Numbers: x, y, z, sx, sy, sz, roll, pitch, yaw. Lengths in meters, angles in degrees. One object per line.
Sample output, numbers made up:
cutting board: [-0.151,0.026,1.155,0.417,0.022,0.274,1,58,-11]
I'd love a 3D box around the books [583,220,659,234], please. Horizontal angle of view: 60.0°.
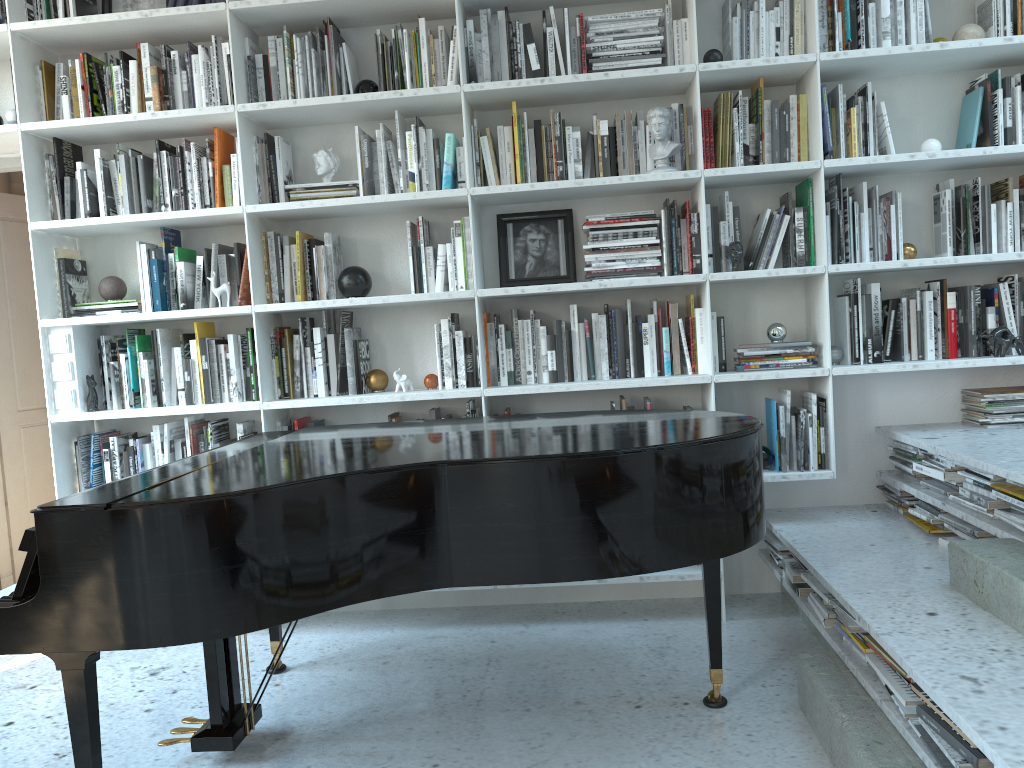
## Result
books: [0.416,-0.602,3.399,0.285,0.012,0.159,-3,3,7]

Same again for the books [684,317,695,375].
books: [0.681,-0.148,3.397,0.011,0.216,0.166,-3,4,5]

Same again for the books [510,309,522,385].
books: [0.021,-0.147,3.476,0.027,0.291,0.140,-3,4,5]

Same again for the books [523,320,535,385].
books: [0.071,-0.126,3.451,0.027,0.246,0.179,-3,4,5]

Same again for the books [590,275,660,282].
books: [0.429,-0.398,3.409,0.254,0.012,0.160,-4,3,1]

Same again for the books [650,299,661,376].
books: [0.552,-0.180,3.419,0.014,0.294,0.137,-3,4,5]

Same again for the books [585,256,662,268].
books: [0.425,-0.470,3.413,0.285,0.012,0.159,-3,3,5]

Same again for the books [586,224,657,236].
books: [0.417,-0.590,3.395,0.254,0.012,0.160,-4,3,1]

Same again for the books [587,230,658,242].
books: [0.418,-0.565,3.397,0.254,0.012,0.160,-4,3,1]

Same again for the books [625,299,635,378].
books: [0.454,-0.175,3.418,0.012,0.297,0.177,-3,4,5]

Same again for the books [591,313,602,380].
books: [0.329,-0.148,3.453,0.025,0.255,0.136,-3,4,5]

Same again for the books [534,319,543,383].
books: [0.109,-0.129,3.463,0.021,0.244,0.141,-3,4,5]

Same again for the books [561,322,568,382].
books: [0.206,-0.127,3.446,0.013,0.230,0.138,-3,4,5]

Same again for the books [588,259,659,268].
books: [0.425,-0.458,3.403,0.254,0.012,0.160,-4,3,0]

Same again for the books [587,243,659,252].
books: [0.422,-0.517,3.398,0.254,0.012,0.160,-4,3,0]

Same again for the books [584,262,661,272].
books: [0.426,-0.446,3.403,0.285,0.012,0.159,-3,3,10]

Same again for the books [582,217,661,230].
books: [0.415,-0.614,3.391,0.285,0.012,0.159,-4,3,0]

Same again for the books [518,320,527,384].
books: [0.047,-0.127,3.470,0.024,0.248,0.132,-3,4,5]

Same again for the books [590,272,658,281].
books: [0.429,-0.410,3.412,0.254,0.012,0.160,-3,3,7]

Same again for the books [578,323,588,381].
books: [0.275,-0.127,3.450,0.025,0.220,0.140,-3,4,5]

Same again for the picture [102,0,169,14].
picture: [-1.481,-1.539,3.523,0.300,0.300,0.077,-3,4,5]

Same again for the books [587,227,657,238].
books: [0.418,-0.578,3.398,0.254,0.012,0.160,-4,3,2]

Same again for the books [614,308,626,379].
books: [0.414,-0.156,3.418,0.028,0.265,0.161,-3,4,5]

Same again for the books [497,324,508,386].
books: [-0.030,-0.114,3.453,0.027,0.234,0.167,-3,4,5]

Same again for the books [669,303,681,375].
books: [0.620,-0.173,3.409,0.026,0.272,0.175,-3,4,5]

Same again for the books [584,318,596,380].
books: [0.301,-0.136,3.440,0.031,0.237,0.158,-3,4,5]

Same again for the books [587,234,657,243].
books: [0.419,-0.553,3.400,0.254,0.012,0.160,-4,3,2]

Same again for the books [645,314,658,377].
books: [0.535,-0.148,3.411,0.023,0.234,0.174,-3,4,5]

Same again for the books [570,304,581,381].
books: [0.247,-0.160,3.441,0.026,0.292,0.151,-3,4,5]

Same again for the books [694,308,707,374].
books: [0.713,-0.165,3.388,0.033,0.246,0.176,-3,4,5]

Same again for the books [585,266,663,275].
books: [0.427,-0.434,3.413,0.285,0.012,0.159,-4,3,4]

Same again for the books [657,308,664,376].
books: [0.568,-0.162,3.426,0.014,0.256,0.145,-3,4,5]

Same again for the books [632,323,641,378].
books: [0.475,-0.131,3.418,0.024,0.207,0.183,-3,4,5]

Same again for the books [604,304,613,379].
books: [0.373,-0.166,3.445,0.014,0.286,0.134,-3,4,5]

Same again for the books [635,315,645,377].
books: [0.494,-0.147,3.426,0.014,0.235,0.154,-3,4,5]

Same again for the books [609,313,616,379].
books: [0.386,-0.149,3.439,0.011,0.252,0.158,-3,4,5]

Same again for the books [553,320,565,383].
books: [0.184,-0.129,3.438,0.029,0.238,0.165,-3,4,5]

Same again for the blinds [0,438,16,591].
blinds: [-2.559,-0.560,3.756,0.140,3.234,0.775,-3,4,5]

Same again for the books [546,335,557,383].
books: [0.157,-0.100,3.434,0.029,0.184,0.174,-3,4,5]

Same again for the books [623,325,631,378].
books: [0.441,-0.128,3.433,0.021,0.203,0.128,-3,4,5]

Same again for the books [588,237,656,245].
books: [0.420,-0.541,3.401,0.254,0.012,0.160,-3,3,8]

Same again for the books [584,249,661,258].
books: [0.423,-0.493,3.407,0.285,0.012,0.159,-3,3,7]

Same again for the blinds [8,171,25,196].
blinds: [-2.471,-0.633,4.928,0.140,3.234,0.775,-3,4,5]

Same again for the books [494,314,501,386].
books: [-0.050,-0.134,3.464,0.011,0.275,0.145,-3,4,5]

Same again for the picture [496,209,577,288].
picture: [0.096,-0.528,3.479,0.300,0.300,0.077,-3,4,5]

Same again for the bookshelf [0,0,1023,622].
bookshelf: [0.485,-0.668,3.326,6.297,3.145,0.330,-3,4,5]

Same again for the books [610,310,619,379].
books: [0.396,-0.154,3.427,0.010,0.261,0.181,-3,4,5]

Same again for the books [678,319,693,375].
books: [0.655,-0.144,3.398,0.042,0.212,0.169,-3,4,5]

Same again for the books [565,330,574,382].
books: [0.224,-0.110,3.433,0.023,0.196,0.165,-3,4,5]

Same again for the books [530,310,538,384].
books: [0.089,-0.145,3.444,0.013,0.282,0.166,-3,4,5]

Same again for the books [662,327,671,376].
books: [0.587,-0.126,3.403,0.023,0.183,0.169,-3,4,5]

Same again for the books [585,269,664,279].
books: [0.427,-0.422,3.404,0.285,0.012,0.159,-4,3,0]

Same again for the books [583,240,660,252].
books: [0.421,-0.529,3.397,0.285,0.012,0.159,-3,3,10]

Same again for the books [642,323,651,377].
books: [0.512,-0.132,3.414,0.023,0.204,0.167,-3,4,5]

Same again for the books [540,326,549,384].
books: [0.130,-0.115,3.440,0.023,0.217,0.174,-3,4,5]

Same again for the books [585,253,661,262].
books: [0.424,-0.482,3.410,0.285,0.012,0.159,-3,3,6]

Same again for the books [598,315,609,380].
books: [0.353,-0.143,3.424,0.026,0.245,0.191,-3,4,5]

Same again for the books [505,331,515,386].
books: [-0.003,-0.103,3.464,0.024,0.208,0.169,-3,4,5]

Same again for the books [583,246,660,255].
books: [0.422,-0.505,3.399,0.285,0.012,0.159,-3,3,10]
